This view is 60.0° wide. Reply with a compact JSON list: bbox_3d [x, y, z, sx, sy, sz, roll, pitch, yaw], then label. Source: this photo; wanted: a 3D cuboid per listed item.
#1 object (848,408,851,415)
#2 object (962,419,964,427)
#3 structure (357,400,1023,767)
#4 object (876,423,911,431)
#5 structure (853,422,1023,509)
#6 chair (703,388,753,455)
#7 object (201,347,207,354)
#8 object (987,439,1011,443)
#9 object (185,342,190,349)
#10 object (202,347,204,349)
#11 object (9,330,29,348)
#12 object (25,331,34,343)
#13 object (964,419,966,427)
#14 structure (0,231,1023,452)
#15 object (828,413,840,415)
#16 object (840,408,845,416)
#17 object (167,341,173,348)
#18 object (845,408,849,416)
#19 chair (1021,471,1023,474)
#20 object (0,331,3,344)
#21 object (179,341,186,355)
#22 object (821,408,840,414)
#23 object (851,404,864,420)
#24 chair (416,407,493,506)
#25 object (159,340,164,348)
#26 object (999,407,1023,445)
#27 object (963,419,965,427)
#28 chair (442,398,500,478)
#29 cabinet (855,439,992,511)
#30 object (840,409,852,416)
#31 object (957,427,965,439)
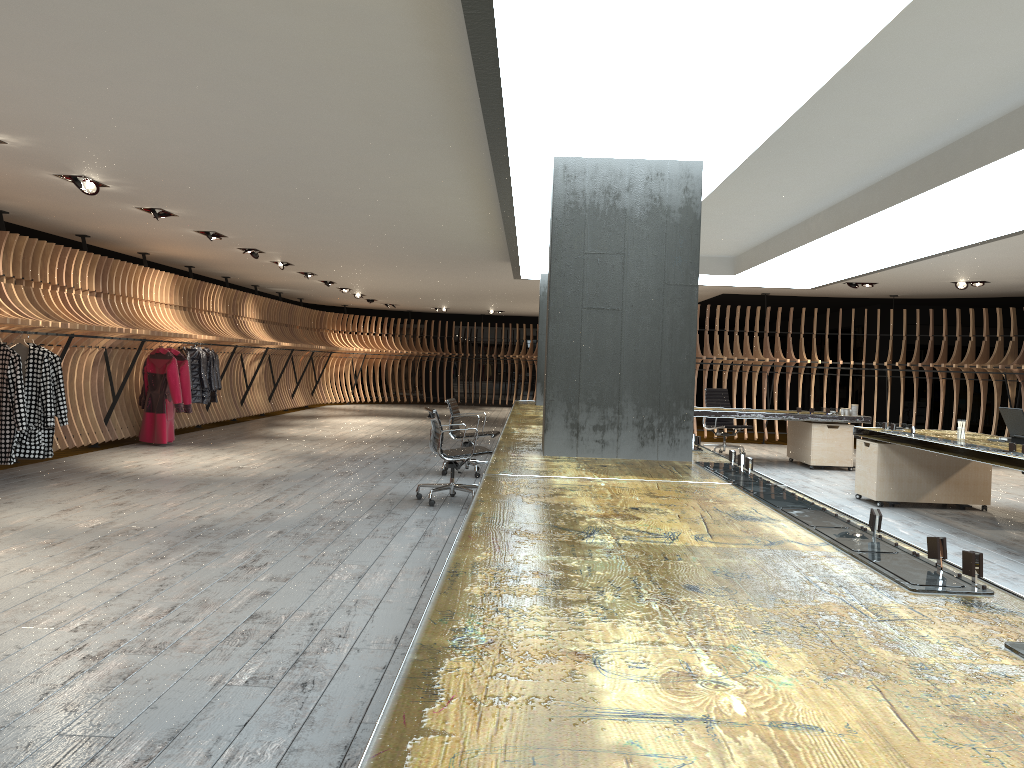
[{"bbox_3d":[4.619,0.387,12.189,0.062,0.109,0.062,2,1,-26],"label":"object"},{"bbox_3d":[4.137,0.410,8.152,0.007,0.170,0.030,2,0,-22],"label":"object"},{"bbox_3d":[2.270,0.844,4.478,4.836,0.844,18.478,2,1,1],"label":"structure"},{"bbox_3d":[3.956,0.445,9.190,0.302,0.074,0.217,2,1,-4],"label":"object"},{"bbox_3d":[4.101,0.916,4.226,1.162,0.844,10.453,2,1,1],"label":"structure"},{"bbox_3d":[3.326,0.590,13.702,0.665,1.023,0.699,2,1,-18],"label":"chair"},{"bbox_3d":[-4.770,-0.521,13.554,0.440,0.226,0.010,3,0,26],"label":"object"},{"bbox_3d":[4.451,0.510,7.992,0.213,0.019,0.219,2,1,-14],"label":"object"},{"bbox_3d":[-4.794,-0.516,13.101,0.440,0.226,0.010,2,0,-9],"label":"object"},{"bbox_3d":[-4.798,-0.518,13.675,0.438,0.244,0.010,2,0,1],"label":"object"},{"bbox_3d":[-4.857,-0.396,8.752,0.525,0.270,0.012,2,0,1],"label":"object"},{"bbox_3d":[-4.873,-0.400,8.933,0.525,0.270,0.012,2,0,-9],"label":"object"},{"bbox_3d":[4.156,0.410,8.156,0.030,0.170,0.007,2,0,14],"label":"object"},{"bbox_3d":[1.729,-0.130,8.556,14.882,2.439,36.561,2,1,1],"label":"structure"},{"bbox_3d":[4.565,0.427,12.435,0.343,0.015,0.233,3,1,33],"label":"object"},{"bbox_3d":[4.548,0.384,12.190,0.062,0.109,0.062,2,1,-26],"label":"object"},{"bbox_3d":[-4.823,-0.467,12.455,0.523,0.291,0.015,2,0,11],"label":"object"},{"bbox_3d":[4.582,0.387,12.128,0.062,0.109,0.062,2,1,-26],"label":"object"},{"bbox_3d":[4.954,0.860,7.846,0.667,0.859,0.693,2,1,-13],"label":"chair"},{"bbox_3d":[-4.892,-0.390,8.427,0.525,0.270,0.012,2,0,21],"label":"object"},{"bbox_3d":[-4.797,-0.510,12.865,0.010,0.226,0.440,2,1,-39],"label":"object"},{"bbox_3d":[4.642,0.389,12.904,0.217,0.074,0.302,2,1,6],"label":"object"},{"bbox_3d":[4.703,0.386,12.083,0.088,0.204,0.262,2,1,0],"label":"object"},{"bbox_3d":[-0.495,0.656,8.166,0.667,0.859,0.693,2,1,-23],"label":"chair"},{"bbox_3d":[-4.821,-0.471,12.181,0.525,0.270,0.012,3,1,31],"label":"object"},{"bbox_3d":[4.462,0.369,7.633,0.365,0.316,0.373,2,1,1],"label":"object"},{"bbox_3d":[4.147,0.410,8.151,0.030,0.170,0.007,2,0,41],"label":"object"},{"bbox_3d":[-0.460,0.611,10.243,0.667,0.859,0.693,2,1,-3],"label":"chair"},{"bbox_3d":[4.186,0.920,9.059,1.131,0.630,0.593,2,1,1],"label":"cabinet"},{"bbox_3d":[4.606,0.396,12.203,0.175,0.089,0.289,2,1,17],"label":"object"},{"bbox_3d":[4.139,0.454,8.172,0.061,0.111,0.061,2,1,35],"label":"object"}]
